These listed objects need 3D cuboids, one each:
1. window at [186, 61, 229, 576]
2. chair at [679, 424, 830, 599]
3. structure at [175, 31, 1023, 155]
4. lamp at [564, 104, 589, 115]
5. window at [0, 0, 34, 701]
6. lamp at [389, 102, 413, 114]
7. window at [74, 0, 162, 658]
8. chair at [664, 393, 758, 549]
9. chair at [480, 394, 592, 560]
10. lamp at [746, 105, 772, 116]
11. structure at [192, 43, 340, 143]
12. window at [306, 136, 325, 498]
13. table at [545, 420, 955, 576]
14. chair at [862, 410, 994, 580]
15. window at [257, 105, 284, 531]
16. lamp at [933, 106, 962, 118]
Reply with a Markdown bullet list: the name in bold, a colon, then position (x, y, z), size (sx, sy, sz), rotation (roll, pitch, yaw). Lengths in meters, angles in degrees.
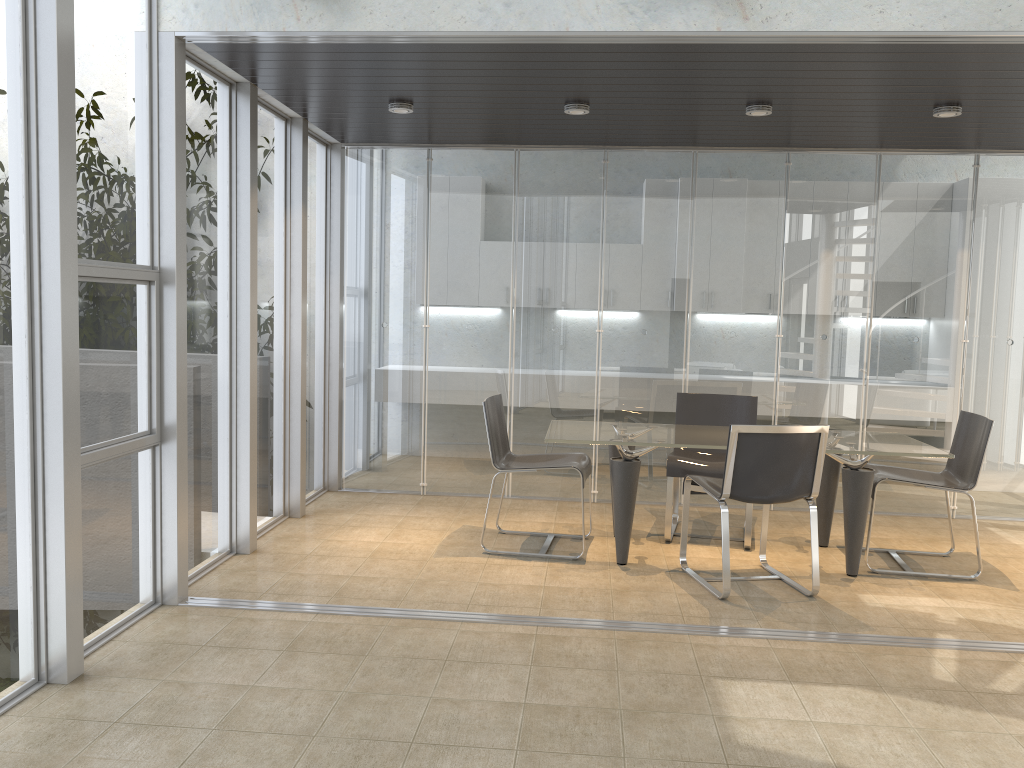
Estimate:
- **window**: position (-1.656, -0.317, 4.698), size (0.010, 2.645, 0.741), rotation (2, 5, 5)
- **chair**: position (1.304, 0.640, 4.848), size (0.546, 0.922, 0.660), rotation (1, 5, -10)
- **structure**: position (0.139, -1.959, 1.427), size (9.817, 6.605, 10.665), rotation (2, 5, 4)
- **lamp**: position (0.389, -1.649, 5.320), size (0.149, 0.038, 0.149), rotation (3, 5, 20)
- **window**: position (-1.777, -1.662, 2.758), size (0.010, 5.650, 0.741), rotation (2, 5, 5)
- **lamp**: position (-0.677, -1.684, 5.411), size (0.149, 0.038, 0.149), rotation (3, 5, 20)
- **window**: position (-1.682, -1.736, 3.664), size (0.050, 5.700, 0.800), rotation (2, 5, 5)
- **chair**: position (1.328, 0.553, 5.883), size (0.546, 0.922, 0.660), rotation (3, 5, 15)
- **chair**: position (0.161, 0.554, 5.517), size (0.660, 0.922, 0.546), rotation (2, 5, 10)
- **lamp**: position (1.456, -1.613, 5.229), size (0.149, 0.038, 0.149), rotation (3, 5, 20)
- **structure**: position (1.753, 0.716, 4.215), size (6.700, 6.900, 4.916), rotation (2, 5, 5)
- **window**: position (-1.497, -0.466, 6.513), size (0.010, 2.645, 0.741), rotation (2, 5, 5)
- **table**: position (1.336, 0.679, 5.431), size (2.250, 0.733, 0.900), rotation (2, 5, 5)
- **chair**: position (2.434, 0.630, 5.317), size (0.660, 0.922, 0.546), rotation (2, 5, 10)
- **window**: position (-1.577, -0.392, 5.606), size (0.010, 2.645, 0.741), rotation (2, 5, 5)
- **lamp**: position (2.523, -1.578, 5.138), size (0.149, 0.038, 0.149), rotation (3, 5, 20)
